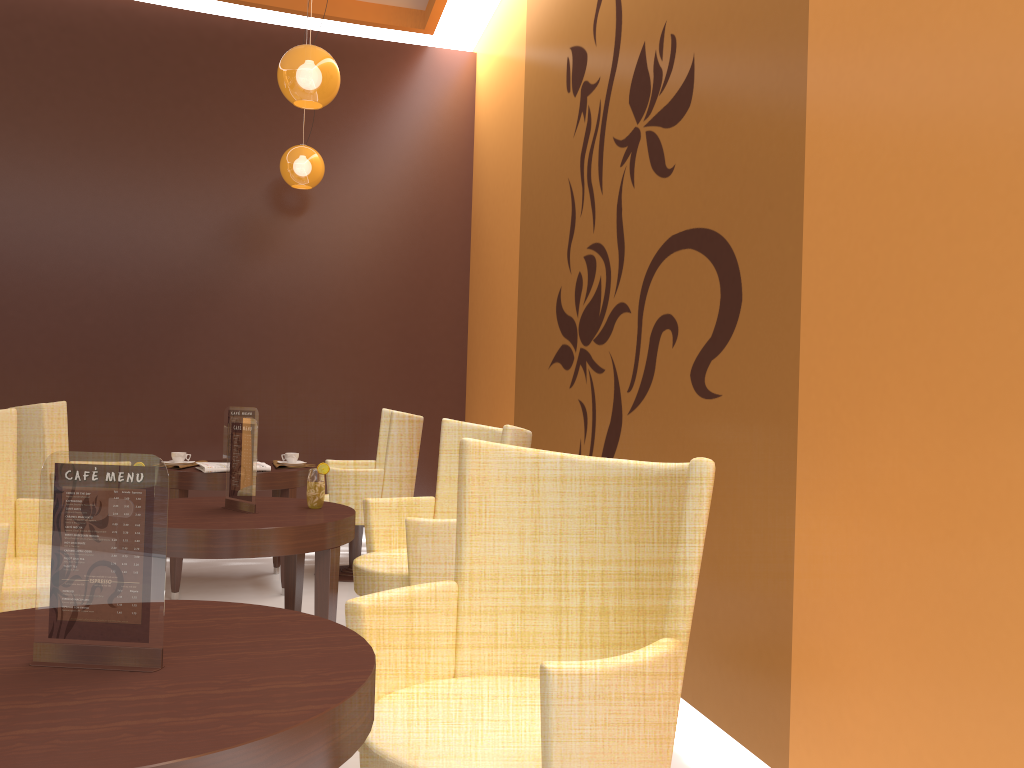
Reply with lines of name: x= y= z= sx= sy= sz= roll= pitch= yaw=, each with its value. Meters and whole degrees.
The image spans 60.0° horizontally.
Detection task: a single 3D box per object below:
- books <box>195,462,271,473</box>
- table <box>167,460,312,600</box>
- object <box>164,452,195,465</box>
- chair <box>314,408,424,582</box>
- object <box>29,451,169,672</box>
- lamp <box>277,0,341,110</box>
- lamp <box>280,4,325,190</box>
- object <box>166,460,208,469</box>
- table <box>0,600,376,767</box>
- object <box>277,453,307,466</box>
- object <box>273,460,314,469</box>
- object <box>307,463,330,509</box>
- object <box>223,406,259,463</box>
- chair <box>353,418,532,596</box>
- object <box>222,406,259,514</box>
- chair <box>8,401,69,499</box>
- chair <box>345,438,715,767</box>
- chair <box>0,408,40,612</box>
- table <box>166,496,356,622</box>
books: x=-1.505 y=0.446 z=4.784 sx=0.367 sy=0.035 sz=0.345 roll=2 pitch=-1 yaw=-24
table: x=-1.591 y=0.804 z=5.029 sx=0.872 sy=0.679 sz=0.874 roll=1 pitch=-1 yaw=22
object: x=-1.851 y=0.415 z=4.920 sx=0.153 sy=0.069 sz=0.153 roll=2 pitch=-1 yaw=12
chair: x=-0.905 y=0.662 z=5.471 sx=0.685 sy=1.017 sz=0.729 roll=2 pitch=-1 yaw=-15
object: x=-0.648 y=0.276 z=1.400 sx=0.209 sy=0.335 sz=0.042 roll=2 pitch=-1 yaw=4
lamp: x=-0.963 y=-2.099 z=4.300 sx=0.299 sy=1.500 sz=0.299 roll=1 pitch=-1 yaw=29
lamp: x=-1.408 y=-2.089 z=6.044 sx=0.299 sy=1.500 sz=0.299 roll=2 pitch=-1 yaw=-14
object: x=-1.869 y=0.443 z=4.912 sx=0.239 sy=0.021 sz=0.464 roll=2 pitch=-1 yaw=-1
table: x=-0.666 y=0.783 z=1.403 sx=0.872 sy=0.679 sz=0.874 roll=1 pitch=-1 yaw=22
object: x=-1.275 y=0.436 z=5.141 sx=0.153 sy=0.069 sz=0.153 roll=2 pitch=-1 yaw=-31
object: x=-1.257 y=0.465 z=5.139 sx=0.239 sy=0.021 sz=0.464 roll=2 pitch=-1 yaw=-18
object: x=-0.736 y=0.382 z=3.340 sx=0.067 sy=0.171 sz=0.072 roll=1 pitch=-1 yaw=33
object: x=-1.554 y=0.299 z=5.082 sx=0.209 sy=0.335 sz=0.042 roll=2 pitch=-1 yaw=9
chair: x=-0.284 y=0.655 z=3.526 sx=0.685 sy=1.017 sz=0.729 roll=2 pitch=-1 yaw=-26
object: x=-1.246 y=0.295 z=4.133 sx=0.187 sy=0.335 sz=2.090 roll=2 pitch=-1 yaw=-18
chair: x=-2.335 y=0.608 z=4.762 sx=0.685 sy=1.017 sz=0.729 roll=2 pitch=-1 yaw=-17
chair: x=0.023 y=0.641 z=1.843 sx=0.729 sy=1.017 sz=0.685 roll=1 pitch=-1 yaw=44
chair: x=-1.810 y=0.601 z=3.051 sx=0.685 sy=1.017 sz=0.729 roll=2 pitch=-1 yaw=3
table: x=-1.018 y=0.797 z=3.203 sx=0.872 sy=0.679 sz=0.874 roll=2 pitch=-1 yaw=17
